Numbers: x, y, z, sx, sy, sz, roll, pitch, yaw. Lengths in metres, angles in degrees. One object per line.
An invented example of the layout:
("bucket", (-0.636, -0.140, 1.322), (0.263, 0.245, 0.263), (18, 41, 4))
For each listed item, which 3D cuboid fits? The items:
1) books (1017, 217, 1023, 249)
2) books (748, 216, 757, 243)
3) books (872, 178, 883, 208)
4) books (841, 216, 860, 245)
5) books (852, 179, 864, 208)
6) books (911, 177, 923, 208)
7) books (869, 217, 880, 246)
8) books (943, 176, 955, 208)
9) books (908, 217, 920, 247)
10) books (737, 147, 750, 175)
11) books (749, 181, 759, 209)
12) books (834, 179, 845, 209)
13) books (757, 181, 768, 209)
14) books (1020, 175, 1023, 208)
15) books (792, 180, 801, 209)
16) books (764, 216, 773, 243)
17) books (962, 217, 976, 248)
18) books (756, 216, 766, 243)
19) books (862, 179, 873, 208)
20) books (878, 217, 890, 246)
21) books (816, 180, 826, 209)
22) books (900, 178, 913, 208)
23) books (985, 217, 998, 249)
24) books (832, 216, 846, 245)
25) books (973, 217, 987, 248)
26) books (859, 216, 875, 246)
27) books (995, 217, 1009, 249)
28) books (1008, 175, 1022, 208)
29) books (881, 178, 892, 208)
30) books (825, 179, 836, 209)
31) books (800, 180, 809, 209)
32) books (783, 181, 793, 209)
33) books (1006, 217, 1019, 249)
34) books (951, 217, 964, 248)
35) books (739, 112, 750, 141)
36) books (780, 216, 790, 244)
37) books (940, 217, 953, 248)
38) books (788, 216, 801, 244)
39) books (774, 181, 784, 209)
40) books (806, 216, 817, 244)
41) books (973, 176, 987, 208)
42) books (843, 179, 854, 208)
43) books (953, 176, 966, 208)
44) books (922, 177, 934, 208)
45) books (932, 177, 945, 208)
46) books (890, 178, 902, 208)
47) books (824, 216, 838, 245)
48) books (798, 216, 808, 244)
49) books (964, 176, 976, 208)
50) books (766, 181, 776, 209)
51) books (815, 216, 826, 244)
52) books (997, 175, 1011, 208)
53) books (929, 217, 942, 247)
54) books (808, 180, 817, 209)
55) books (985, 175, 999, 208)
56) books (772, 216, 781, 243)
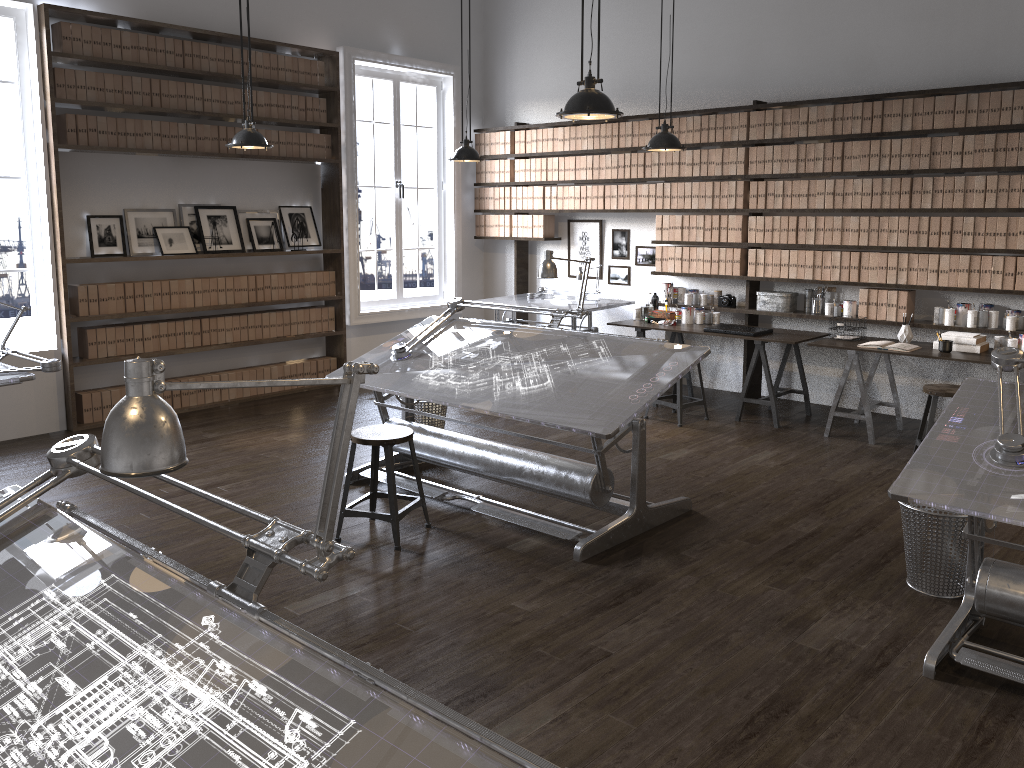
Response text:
("books", (3.456, -1.008, 5.946), (0.067, 0.224, 0.175), (7, 12, 42))
("books", (2.006, -1.260, 7.249), (0.067, 0.224, 0.175), (7, 12, 41))
("books", (2.733, -1.405, 6.553), (0.067, 0.224, 0.175), (7, 12, 42))
("books", (2.577, -1.161, 6.738), (0.067, 0.224, 0.175), (7, 12, 41))
("books", (2.628, -1.424, 6.651), (0.067, 0.224, 0.175), (7, 12, 41))
("books", (2.943, -1.370, 6.373), (0.067, 0.224, 0.175), (7, 12, 42))
("books", (2.729, -1.134, 6.601), (0.067, 0.224, 0.175), (7, 12, 41))
("books", (3.101, -1.343, 6.231), (0.067, 0.224, 0.175), (7, 12, 41))
("books", (2.936, -1.097, 6.408), (0.067, 0.224, 0.175), (7, 12, 41))
("books", (1.918, -1.817, 7.249), (0.067, 0.224, 0.175), (7, 12, 41))
("books", (2.007, -1.533, 7.214), (0.067, 0.224, 0.175), (7, 12, 41))
("books", (2.526, -1.442, 6.746), (0.067, 0.224, 0.175), (7, 12, 42))
("books", (2.058, -1.523, 7.160), (0.067, 0.224, 0.175), (7, 12, 42))
("books", (3.454, -1.281, 5.910), (0.067, 0.224, 0.175), (7, 12, 42))
("books", (2.275, -1.486, 6.972), (0.067, 0.224, 0.175), (7, 12, 42))
("books", (2.110, -1.241, 7.150), (0.067, 0.224, 0.175), (7, 12, 42))
("books", (3.204, -1.051, 6.171), (0.067, 0.224, 0.175), (7, 12, 41))
("books", (2.057, -1.250, 7.198), (0.067, 0.224, 0.175), (7, 12, 41))
("books", (2.679, -1.414, 6.601), (0.067, 0.224, 0.175), (7, 12, 41))
("books", (2.782, -1.126, 6.556), (0.067, 0.224, 0.175), (7, 12, 41))
("books", (2.419, -1.460, 6.839), (0.067, 0.224, 0.175), (7, 12, 42))
("books", (2.884, -1.379, 6.419), (0.067, 0.224, 0.175), (7, 12, 41))
("books", (3.312, -1.034, 6.079), (0.067, 0.224, 0.175), (7, 12, 42))
("books", (2.524, -1.169, 6.779), (0.067, 0.224, 0.175), (7, 12, 42))
("books", (3.259, -1.043, 6.127), (0.067, 0.224, 0.175), (7, 12, 42))
("books", (2.675, -1.143, 6.645), (0.067, 0.224, 0.175), (7, 12, 42))
("books", (3.358, -1.024, 6.030), (0.067, 0.224, 0.175), (7, 12, 41))
("books", (3.405, -1.290, 5.959), (0.067, 0.224, 0.175), (7, 12, 41))
("books", (2.783, -1.398, 6.514), (0.067, 0.224, 0.175), (7, 12, 41))
("books", (2.471, -1.451, 6.790), (0.067, 0.224, 0.175), (7, 12, 41))
("books", (2.321, -1.477, 6.923), (0.067, 0.224, 0.175), (7, 12, 41))
("books", (2.222, -1.495, 7.020), (0.067, 0.224, 0.175), (7, 12, 42))
("books", (3.410, -1.016, 5.989), (0.067, 0.224, 0.175), (7, 12, 42))
("books", (3.154, -1.061, 6.221), (0.067, 0.224, 0.175), (7, 12, 41))
("books", (1.922, -2.089, 7.205), (0.067, 0.224, 0.175), (7, 12, 42))
("books", (2.210, -1.225, 7.069), (0.067, 0.224, 0.175), (7, 12, 42))
("books", (3.095, -1.070, 6.267), (0.067, 0.224, 0.175), (7, 12, 42))
("books", (2.262, -1.215, 7.016), (0.067, 0.224, 0.175), (7, 12, 41))
("books", (2.167, -1.504, 7.064), (0.067, 0.224, 0.175), (7, 12, 41))
("books", (2.370, -1.196, 6.919), (0.067, 0.224, 0.175), (7, 12, 42))
("books", (3.245, -1.317, 6.098), (0.067, 0.224, 0.175), (7, 12, 41))
("books", (2.579, -1.434, 6.701), (0.067, 0.224, 0.175), (7, 12, 42))
("books", (3.146, -1.333, 6.182), (0.067, 0.224, 0.175), (7, 12, 42))
("books", (2.993, -1.360, 6.322), (0.067, 0.224, 0.175), (7, 12, 42))
("books", (3.048, -1.352, 6.278), (0.067, 0.224, 0.175), (7, 12, 41))
("books", (2.833, -1.389, 6.472), (0.067, 0.224, 0.175), (7, 12, 42))
("books", (2.478, -1.178, 6.828), (0.067, 0.224, 0.175), (7, 12, 41))
("books", (2.321, -1.206, 6.970), (0.067, 0.224, 0.175), (7, 12, 42))
("books", (3.199, -1.325, 6.140), (0.067, 0.224, 0.175), (7, 12, 41))
("books", (2.118, -1.514, 7.114), (0.067, 0.224, 0.175), (7, 12, 41))
("books", (2.426, -1.187, 6.875), (0.067, 0.224, 0.175), (7, 12, 41))
("books", (3.352, -1.299, 6.004), (0.067, 0.224, 0.175), (7, 12, 41))
("books", (3.044, -1.080, 6.321), (0.067, 0.224, 0.175), (7, 12, 41))
("books", (2.373, -1.469, 6.882), (0.067, 0.224, 0.175), (7, 12, 42))
("books", (3.297, -1.308, 6.048), (0.067, 0.224, 0.175), (7, 12, 42))
("books", (2.160, -1.233, 7.111), (0.067, 0.224, 0.175), (7, 12, 41))
